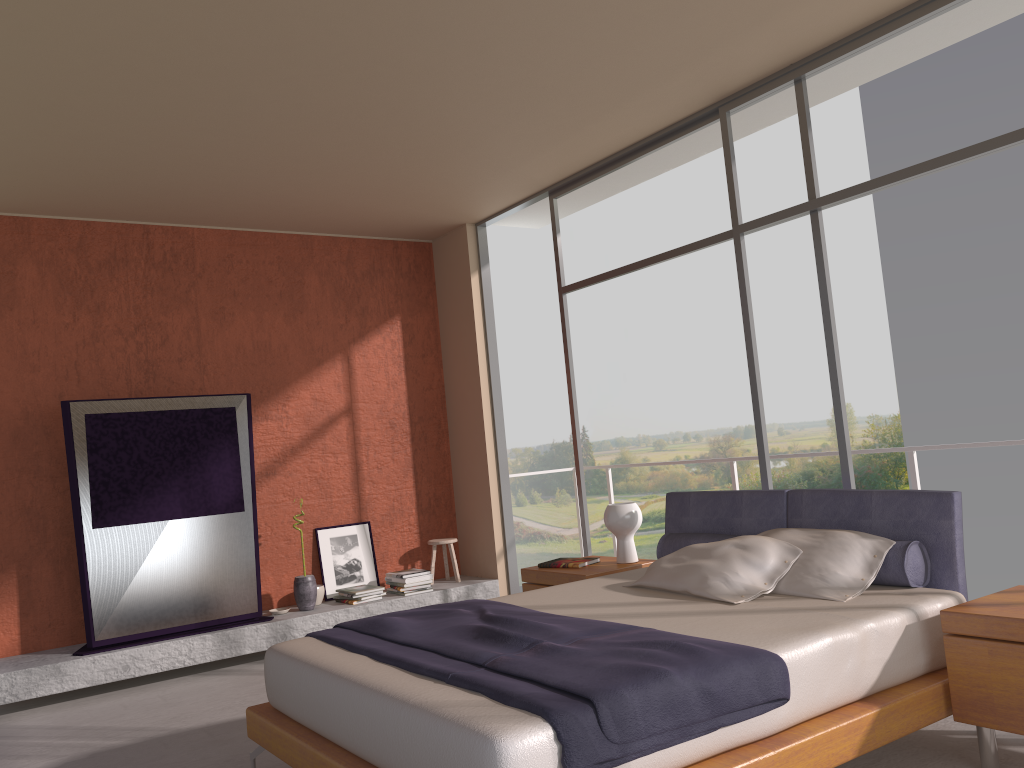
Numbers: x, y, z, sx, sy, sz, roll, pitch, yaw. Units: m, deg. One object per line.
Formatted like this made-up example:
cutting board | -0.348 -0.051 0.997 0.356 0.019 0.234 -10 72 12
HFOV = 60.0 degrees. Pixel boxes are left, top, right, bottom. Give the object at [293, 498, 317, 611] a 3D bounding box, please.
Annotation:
object | -1.517 1.230 6.424 0.165 0.810 0.165 -4 -4 -11

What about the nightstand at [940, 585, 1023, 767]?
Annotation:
nightstand | 1.952 1.036 3.035 0.562 0.556 0.628 -2 -5 -34

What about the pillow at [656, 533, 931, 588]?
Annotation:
pillow | 1.255 0.818 4.203 0.205 0.201 1.470 -2 -5 -34

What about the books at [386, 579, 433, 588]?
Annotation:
books | -0.790 1.524 6.825 0.247 0.027 0.328 -3 -5 -33

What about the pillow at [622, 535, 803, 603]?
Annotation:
pillow | 0.889 0.841 4.056 0.431 0.264 0.869 -3 -5 -27

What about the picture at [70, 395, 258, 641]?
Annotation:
picture | -2.256 0.835 5.869 1.129 1.496 0.126 -2 -5 -34

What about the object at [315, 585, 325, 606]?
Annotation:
object | -1.485 1.579 6.604 0.179 0.137 0.180 -4 -5 -22

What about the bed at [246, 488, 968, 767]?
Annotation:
bed | 0.412 1.031 3.619 2.462 0.959 2.017 -2 -5 -34

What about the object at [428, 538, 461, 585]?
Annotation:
object | -0.536 1.433 7.179 0.260 0.349 0.257 -7 -5 25

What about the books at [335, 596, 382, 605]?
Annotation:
books | -1.140 1.603 6.610 0.247 0.025 0.287 -2 -6 -38

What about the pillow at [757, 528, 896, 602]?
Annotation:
pillow | 1.240 0.784 3.866 0.400 0.265 0.791 -3 -5 -31

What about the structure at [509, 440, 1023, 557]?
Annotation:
structure | 2.427 0.786 4.230 0.728 1.005 7.689 -2 -5 -34

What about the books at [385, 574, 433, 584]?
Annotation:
books | -0.793 1.492 6.827 0.247 0.038 0.319 -2 -5 -37

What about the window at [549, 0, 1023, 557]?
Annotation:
window | 2.113 -0.199 3.919 0.075 3.133 6.106 -2 -5 -34

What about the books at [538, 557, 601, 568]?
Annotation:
books | 0.341 1.066 5.286 0.287 0.025 0.247 -9 -5 36

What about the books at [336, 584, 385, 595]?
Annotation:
books | -1.133 1.537 6.623 0.247 0.018 0.328 -2 -5 -37

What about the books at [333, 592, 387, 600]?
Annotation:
books | -1.136 1.581 6.626 0.328 0.018 0.247 -9 -6 40

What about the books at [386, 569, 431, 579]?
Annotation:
books | -0.799 1.461 6.835 0.247 0.025 0.287 -2 -5 -35

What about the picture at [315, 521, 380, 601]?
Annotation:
picture | -1.275 1.371 6.899 0.458 0.550 0.117 -2 -5 -34

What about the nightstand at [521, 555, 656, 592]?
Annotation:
nightstand | 0.482 1.340 5.207 0.562 0.556 0.628 -2 -5 -34

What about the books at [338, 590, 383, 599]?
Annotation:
books | -1.128 1.557 6.618 0.247 0.025 0.287 -3 -5 -32

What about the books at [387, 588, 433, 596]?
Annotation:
books | -0.784 1.590 6.820 0.247 0.018 0.328 -3 -5 -33

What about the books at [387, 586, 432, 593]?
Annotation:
books | -0.789 1.573 6.826 0.247 0.018 0.287 -2 -5 -35

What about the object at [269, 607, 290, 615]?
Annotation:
object | -1.660 1.632 6.339 0.152 0.040 0.152 -5 -4 1

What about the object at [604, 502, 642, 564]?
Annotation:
object | 0.656 0.867 5.169 0.224 0.338 0.224 -3 -5 -23

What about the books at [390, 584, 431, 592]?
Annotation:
books | -0.780 1.549 6.805 0.247 0.025 0.287 -3 -5 -24
